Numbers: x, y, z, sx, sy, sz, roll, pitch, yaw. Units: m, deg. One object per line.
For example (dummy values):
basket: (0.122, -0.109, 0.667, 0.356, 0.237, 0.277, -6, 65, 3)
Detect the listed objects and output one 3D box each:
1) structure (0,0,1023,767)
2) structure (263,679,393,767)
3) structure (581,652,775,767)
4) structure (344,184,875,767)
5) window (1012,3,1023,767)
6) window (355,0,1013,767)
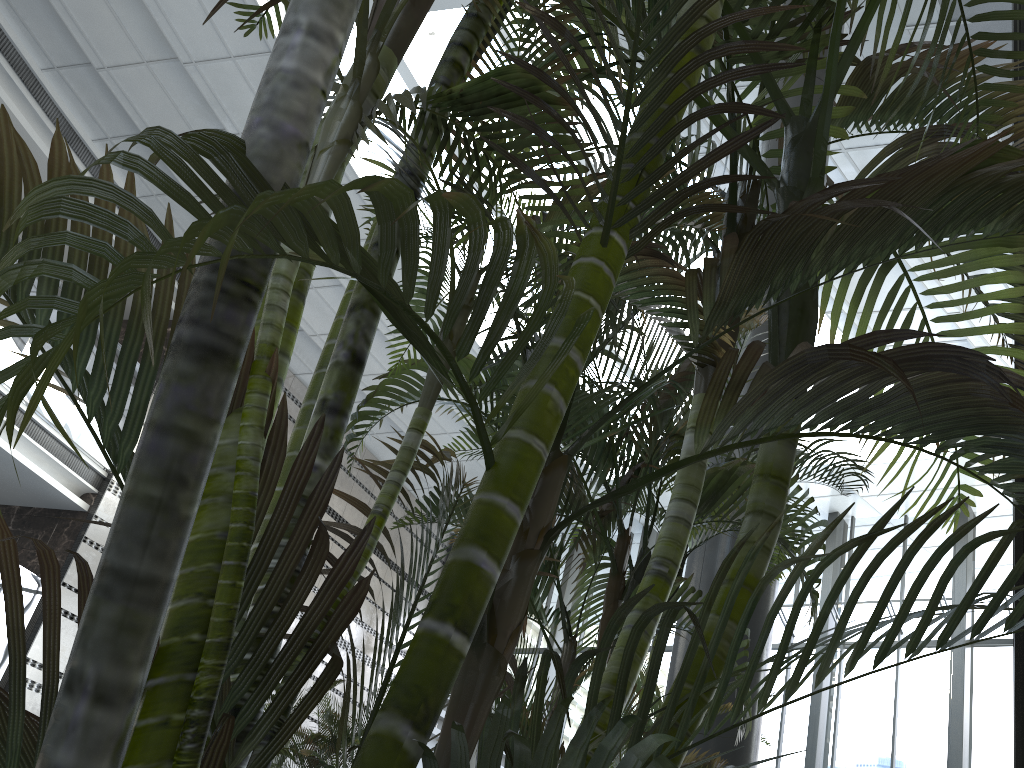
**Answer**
structure: (-0.056, -0.489, 1.287, 2.390, 4.173, 2.868, 7, -29, 16)
structure: (-2.881, 5.905, 11.310, 2.520, 4.173, 2.725, -8, -36, 37)
structure: (0.786, 3.191, 5.321, 1.381, 3.099, 1.385, 5, -28, 20)
structure: (0.230, 1.093, 2.717, 1.614, 3.341, 2.320, 5, -30, 19)
window: (4.922, 0.729, 4.044, 4.169, 7.209, 17.274, -3, -36, 31)
window: (-1.539, 0.390, 7.254, 13.794, 9.044, 20.472, -17, -44, 40)
